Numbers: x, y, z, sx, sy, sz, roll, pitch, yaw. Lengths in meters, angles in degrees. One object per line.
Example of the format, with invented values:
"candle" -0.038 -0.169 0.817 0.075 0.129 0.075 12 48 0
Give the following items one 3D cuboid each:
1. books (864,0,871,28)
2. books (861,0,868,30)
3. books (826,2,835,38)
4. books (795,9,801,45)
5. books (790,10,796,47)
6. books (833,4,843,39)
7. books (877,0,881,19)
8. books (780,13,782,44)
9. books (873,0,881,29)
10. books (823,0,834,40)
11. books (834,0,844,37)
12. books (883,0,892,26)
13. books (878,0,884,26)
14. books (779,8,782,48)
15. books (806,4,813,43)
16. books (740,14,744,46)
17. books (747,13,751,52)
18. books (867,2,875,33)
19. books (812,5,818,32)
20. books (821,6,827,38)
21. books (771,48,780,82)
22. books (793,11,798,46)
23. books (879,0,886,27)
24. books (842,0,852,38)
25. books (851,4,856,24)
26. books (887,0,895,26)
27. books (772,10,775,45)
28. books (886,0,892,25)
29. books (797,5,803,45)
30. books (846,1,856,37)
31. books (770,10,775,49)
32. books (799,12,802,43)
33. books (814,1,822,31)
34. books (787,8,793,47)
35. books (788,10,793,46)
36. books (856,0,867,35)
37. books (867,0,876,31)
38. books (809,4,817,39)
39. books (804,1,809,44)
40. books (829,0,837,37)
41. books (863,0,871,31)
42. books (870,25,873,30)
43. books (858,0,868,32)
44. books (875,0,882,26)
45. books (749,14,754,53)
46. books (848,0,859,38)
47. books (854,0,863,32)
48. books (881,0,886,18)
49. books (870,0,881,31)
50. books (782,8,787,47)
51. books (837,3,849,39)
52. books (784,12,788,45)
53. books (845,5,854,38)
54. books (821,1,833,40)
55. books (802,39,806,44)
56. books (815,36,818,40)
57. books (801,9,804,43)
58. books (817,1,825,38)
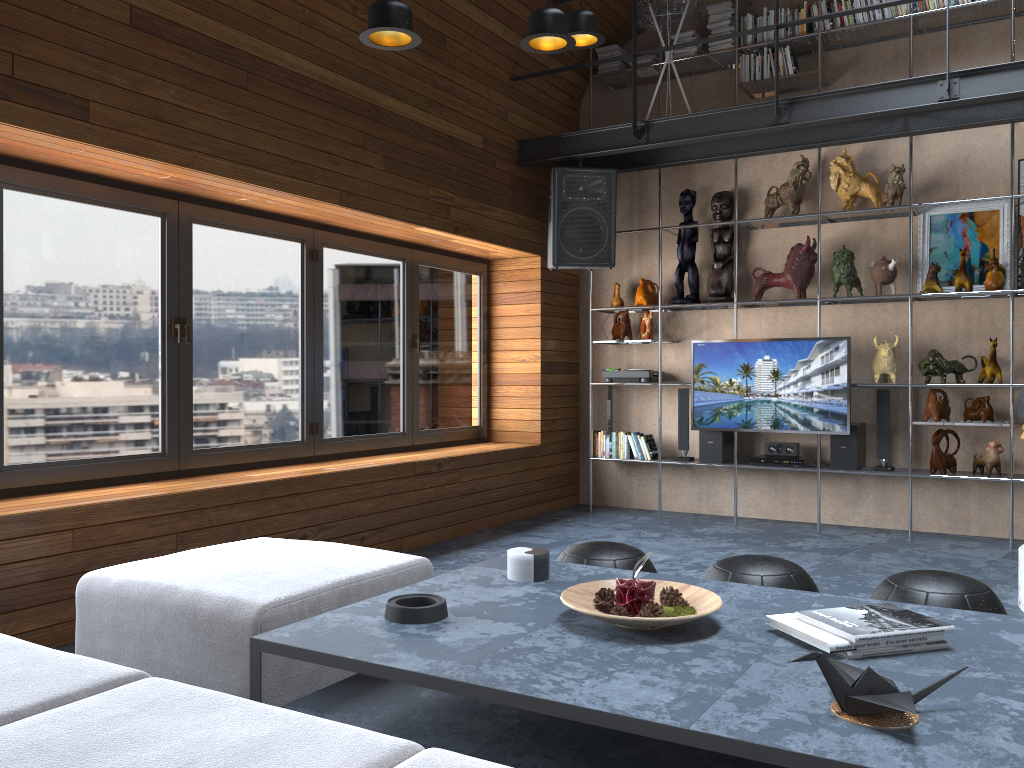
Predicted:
"books" 2.369 -2.442 5.878 0.044 0.171 0.119 0 0 31
"books" 2.345 -2.457 5.889 0.046 0.200 0.127 0 0 31
"books" 2.166 -2.459 6.006 0.053 0.206 0.148 0 0 31
"books" 1.980 -2.466 6.138 0.016 0.216 0.115 0 0 31
"books" 1.951 -2.462 6.145 0.018 0.206 0.148 0 0 31
"books" 2.218 -2.459 6.022 0.049 0.205 0.149 0 0 30
"books" 2.425 -2.455 5.843 0.043 0.197 0.111 0 0 31
"books" 1.896 -2.462 6.195 0.014 0.206 0.148 0 0 30
"books" 2.410 -2.448 5.853 0.044 0.182 0.117 0 0 31
"books" 2.152 -2.473 6.017 0.053 0.233 0.148 0 0 31
"books" 2.218 -2.473 6.002 0.053 0.233 0.148 0 0 31
"books" 2.458 -2.471 5.824 0.057 0.230 0.122 0 0 31
"books" 2.431 -2.444 5.833 0.039 0.176 0.112 0 0 31
"books" 1.880 -2.479 6.203 0.023 0.240 0.146 0 0 31
"books" 2.034 -2.466 6.065 0.014 0.215 0.137 0 0 31
"books" 1.667 -2.488 6.361 0.010 0.255 0.207 0 0 31
"books" 1.708 -2.488 6.327 0.012 0.255 0.191 0 0 31
"books" 2.385 -2.470 5.906 0.046 0.217 0.177 0 0 31
"books" 2.091 -2.463 6.057 0.051 0.212 0.136 0 0 31
"books" 2.131 -2.458 6.038 0.051 0.203 0.130 0 0 31
"books" 1.859 -2.220 6.204 0.055 0.215 0.155 0 0 31
"books" 1.973 -2.462 6.154 0.010 0.206 0.130 0 0 31
"books" 2.438 -2.443 5.825 0.041 0.174 0.111 0 0 31
"books" 2.260 -2.473 5.978 0.053 0.233 0.148 0 0 31
"books" 2.312 -2.447 5.963 0.042 0.180 0.131 0 0 30
"books" 2.479 -2.445 5.807 0.039 0.176 0.112 0 0 31
"books" 1.845 -2.476 6.212 0.013 0.234 0.148 0 0 31
"books" 2.468 -2.455 5.810 0.043 0.197 0.111 0 0 31
"books" 1.985 -2.475 6.114 0.010 0.231 0.129 0 0 31
"books" 2.294 -2.459 5.985 0.049 0.205 0.149 0 0 30
"books" 1.831 -2.476 6.215 0.013 0.234 0.148 0 0 31
"books" 1.999 -2.449 6.115 0.014 0.181 0.131 0 0 31
"books" 2.101 -2.474 6.047 0.055 0.235 0.143 0 0 30
"books" 1.935 -2.475 6.164 0.010 0.231 0.129 0 0 31
"books" 1.936 -2.461 6.145 0.010 0.208 0.130 0 0 31
"books" 2.333 -2.466 5.929 0.048 0.217 0.164 0 0 31
"books" 2.385 -2.459 5.879 0.055 0.206 0.125 0 0 31
"books" 2.075 -2.466 6.064 0.058 0.219 0.133 0 0 31
"books" 2.030 -2.482 6.091 0.018 0.247 0.131 0 0 31
"books" 2.201 -2.474 6.033 0.062 0.236 0.143 0 0 30
"books" 2.358 -2.457 5.890 0.046 0.200 0.127 0 0 31
"books" 2.368 -2.444 5.877 0.042 0.166 0.115 0 0 31
"books" 2.342 -2.466 5.925 0.047 0.218 0.171 0 0 30
"books" 2.417 -2.445 5.843 0.039 0.176 0.112 0 0 31
"books" 1.721 -2.485 6.326 0.012 0.251 0.192 0 0 31
"books" 2.306 -2.473 5.987 0.053 0.233 0.148 0 0 31
"books" 2.315 -2.457 5.920 0.046 0.200 0.127 0 0 31
"books" 2.451 -2.445 5.828 0.039 0.176 0.112 0 0 31
"books" 2.406 -2.468 5.879 0.055 0.222 0.161 0 0 31
"books" 1.905 -2.476 6.183 0.013 0.234 0.148 0 0 31
"books" 2.245 -2.457 6.005 0.057 0.201 0.139 0 0 30
"books" 1.922 -2.466 6.186 0.014 0.213 0.136 0 0 31
"books" 2.282 -2.447 5.984 0.042 0.180 0.131 0 0 30
"books" 2.140 -2.467 6.024 0.055 0.221 0.141 0 0 31
"books" 2.015 -2.460 6.109 0.019 0.199 0.127 0 0 31
"books" 2.075 -2.465 6.064 0.057 0.218 0.129 0 0 31
"books" 2.015 -2.460 6.109 0.021 0.203 0.129 0 0 31
"books" 2.120 -2.473 6.052 0.053 0.233 0.148 0 0 31
